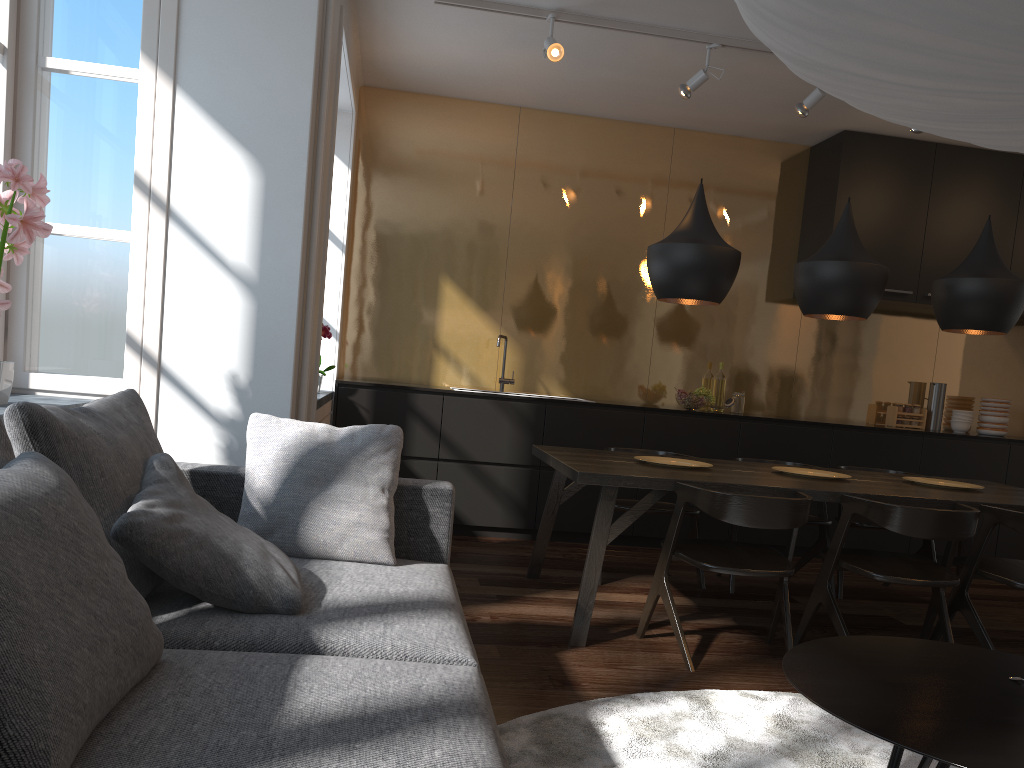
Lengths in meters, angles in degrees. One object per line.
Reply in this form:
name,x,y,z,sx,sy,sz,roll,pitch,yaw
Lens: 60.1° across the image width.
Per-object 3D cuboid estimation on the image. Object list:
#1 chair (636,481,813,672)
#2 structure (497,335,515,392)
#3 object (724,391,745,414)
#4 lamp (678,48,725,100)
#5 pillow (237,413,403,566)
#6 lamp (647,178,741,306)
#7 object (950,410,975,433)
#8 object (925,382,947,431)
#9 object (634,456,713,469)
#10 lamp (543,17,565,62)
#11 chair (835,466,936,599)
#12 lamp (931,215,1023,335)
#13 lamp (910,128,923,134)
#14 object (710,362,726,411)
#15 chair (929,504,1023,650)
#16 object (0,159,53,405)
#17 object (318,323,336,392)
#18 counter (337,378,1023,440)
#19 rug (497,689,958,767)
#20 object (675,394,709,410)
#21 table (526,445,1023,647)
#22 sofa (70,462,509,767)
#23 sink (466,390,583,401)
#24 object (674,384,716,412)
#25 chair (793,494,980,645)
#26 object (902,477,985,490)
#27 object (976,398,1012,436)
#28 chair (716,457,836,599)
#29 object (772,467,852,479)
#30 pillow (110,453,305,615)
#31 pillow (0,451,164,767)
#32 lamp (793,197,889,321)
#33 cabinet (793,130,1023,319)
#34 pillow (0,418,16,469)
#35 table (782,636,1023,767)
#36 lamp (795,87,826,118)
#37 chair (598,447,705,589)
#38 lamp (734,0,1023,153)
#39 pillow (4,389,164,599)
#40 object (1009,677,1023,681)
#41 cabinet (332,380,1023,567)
chair,0.861,0.735,3.452,0.594,0.675,0.516,5,4,-10
structure,-0.040,-0.124,5.828,0.109,0.387,0.264,6,4,8
object,1.526,0.122,6.027,0.177,0.152,0.087,4,4,-31
lamp,0.975,-1.583,4.515,0.250,0.240,0.085,7,5,32
pillow,-0.586,0.317,2.675,0.494,0.417,0.285,5,4,-9
lamp,0.811,-0.635,3.917,0.409,0.544,0.410,7,4,25
object,3.240,0.270,6.373,0.157,0.161,0.154,6,3,20
object,3.076,0.164,6.396,0.164,0.342,0.113,5,5,-5
object,0.731,0.359,4.015,0.356,0.017,0.354,5,1,-5
lamp,0.181,-1.651,4.255,0.085,0.241,0.249,3,3,-21
chair,2.013,0.819,4.870,0.593,0.675,0.516,5,4,-9
lamp,2.188,-0.512,4.120,0.408,0.544,0.411,8,5,39
lamp,2.444,-0.652,5.482,0.088,1.857,1.832,8,4,26
object,1.445,0.018,6.166,0.092,0.341,0.091,1,6,-41
chair,2.138,0.849,3.645,0.594,0.675,0.516,5,4,-10
object,-1.454,-0.287,2.464,0.298,0.694,0.199,3,5,-29
object,-1.084,-0.169,5.010,0.230,0.439,0.403,3,4,-32
counter,1.404,0.190,5.946,5.064,0.002,0.728,5,1,-8
rug,1.047,1.110,1.683,2.842,0.012,2.820,5,1,-28
object,1.173,0.121,5.790,0.217,0.097,0.219,6,2,39
table,1.380,0.768,4.108,2.502,0.683,1.101,5,2,-8
sofa,-0.039,0.682,1.511,2.041,0.675,3.052,5,1,-8
sink,1.282,0.157,5.884,3.417,0.245,0.479,5,2,-10
object,1.190,0.084,5.775,0.240,0.174,0.176,4,3,-23
chair,1.534,0.795,3.556,0.593,0.675,0.516,5,4,-8
object,2.049,0.476,4.209,0.356,0.017,0.354,5,1,-5
object,3.475,0.239,6.380,0.198,0.266,0.196,3,4,-34
chair,1.413,0.766,4.781,0.594,0.675,0.516,5,4,-10
object,1.390,0.417,4.112,0.356,0.017,0.353,5,1,-27
pillow,-0.733,0.353,2.128,0.445,0.323,0.489,4,2,-27
pillow,-0.727,0.330,1.313,0.292,0.399,0.663,5,2,-8
lamp,1.500,-0.573,4.018,0.411,0.544,0.408,3,4,-32
cabinet,3.042,-1.043,6.142,1.957,1.056,0.528,5,4,-8
pillow,-0.867,0.292,1.304,0.277,0.477,0.835,5,2,-8
table,0.955,0.867,1.776,0.847,0.475,0.843,5,2,-6
lamp,1.605,-1.526,4.616,0.085,0.241,0.249,1,5,-42
chair,0.708,0.702,4.706,0.594,0.675,0.516,5,4,-12
lamp,0.969,-0.442,0.983,1.464,0.211,1.470,6,1,28
pillow,-0.982,0.270,2.206,0.275,0.479,0.832,5,2,-8
object,1.119,0.637,1.869,0.026,0.010,0.123,4,2,-42
cabinet,1.363,0.638,5.986,5.067,0.906,0.728,5,3,-8
